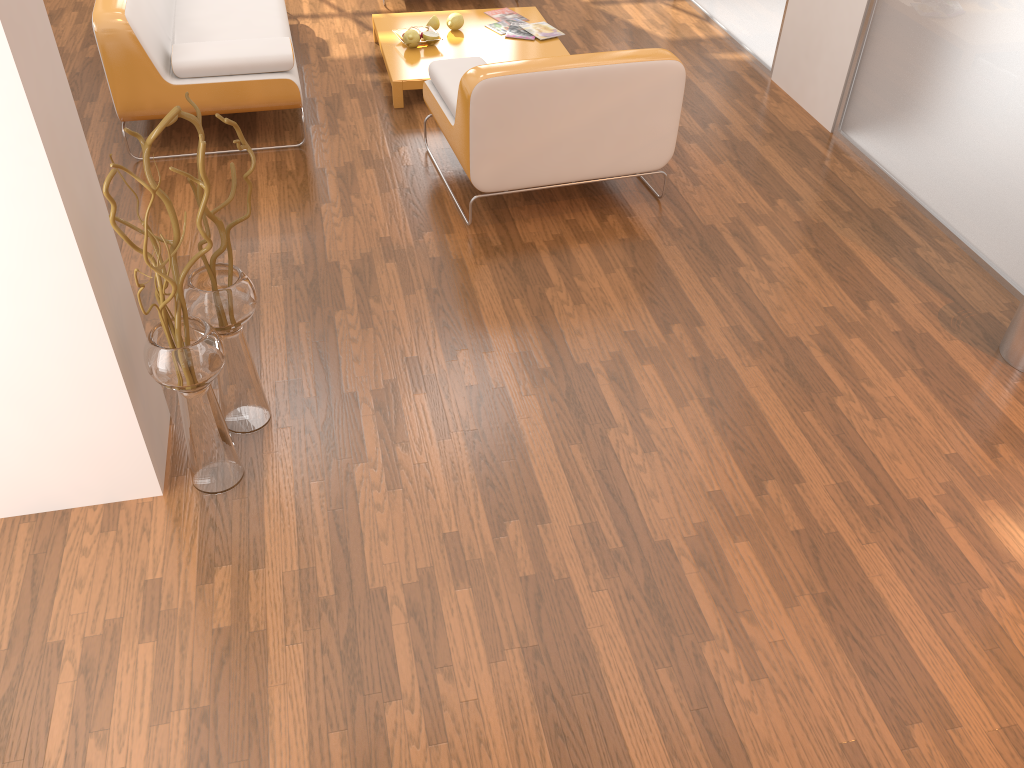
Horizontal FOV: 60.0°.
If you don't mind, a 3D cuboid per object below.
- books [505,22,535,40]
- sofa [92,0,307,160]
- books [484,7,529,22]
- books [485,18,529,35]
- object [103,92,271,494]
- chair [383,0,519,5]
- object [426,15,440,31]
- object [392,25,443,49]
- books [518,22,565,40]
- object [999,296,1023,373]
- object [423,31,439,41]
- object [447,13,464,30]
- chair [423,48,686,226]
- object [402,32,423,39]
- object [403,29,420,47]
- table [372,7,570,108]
[{"bbox_3d":[0.063,-2.031,5.099,0.171,0.004,0.249,8,41,7],"label":"books"},{"bbox_3d":[-1.616,-1.975,4.701,0.825,0.661,2.010,-8,42,-12],"label":"sofa"},{"bbox_3d":[-0.036,-2.194,5.289,0.171,0.004,0.249,-22,46,-25],"label":"books"},{"bbox_3d":[-0.016,-2.083,5.162,0.249,0.004,0.171,-26,48,-29],"label":"books"},{"bbox_3d":[-0.835,-0.161,2.299,0.284,1.112,0.655,7,41,5],"label":"object"},{"bbox_3d":[-0.459,-3.011,5.941,0.923,0.661,0.825,-5,41,-8],"label":"chair"},{"bbox_3d":[-0.451,-2.054,5.047,0.080,0.087,0.094,11,42,10],"label":"object"},{"bbox_3d":[-0.523,-1.912,4.910,0.227,0.048,0.227,-15,44,-18],"label":"object"},{"bbox_3d":[0.173,-2.035,5.101,0.171,0.004,0.249,-19,45,-23],"label":"books"},{"bbox_3d":[1.889,-0.266,3.039,0.248,0.450,0.248,22,45,22],"label":"object"},{"bbox_3d":[-0.447,-1.906,4.896,0.092,0.065,0.091,29,48,27],"label":"object"},{"bbox_3d":[-0.324,-2.072,5.070,0.105,0.091,0.103,-11,43,-15],"label":"object"},{"bbox_3d":[0.143,-1.232,3.915,0.923,0.661,0.825,-11,43,-14],"label":"chair"},{"bbox_3d":[-0.543,-1.929,4.925,0.134,0.037,0.061,-2,41,-5],"label":"object"},{"bbox_3d":[-0.546,-1.886,4.838,0.102,0.095,0.101,-31,51,-32],"label":"object"},{"bbox_3d":[-0.235,-1.877,5.033,1.000,0.150,1.000,-7,42,-11],"label":"table"}]
